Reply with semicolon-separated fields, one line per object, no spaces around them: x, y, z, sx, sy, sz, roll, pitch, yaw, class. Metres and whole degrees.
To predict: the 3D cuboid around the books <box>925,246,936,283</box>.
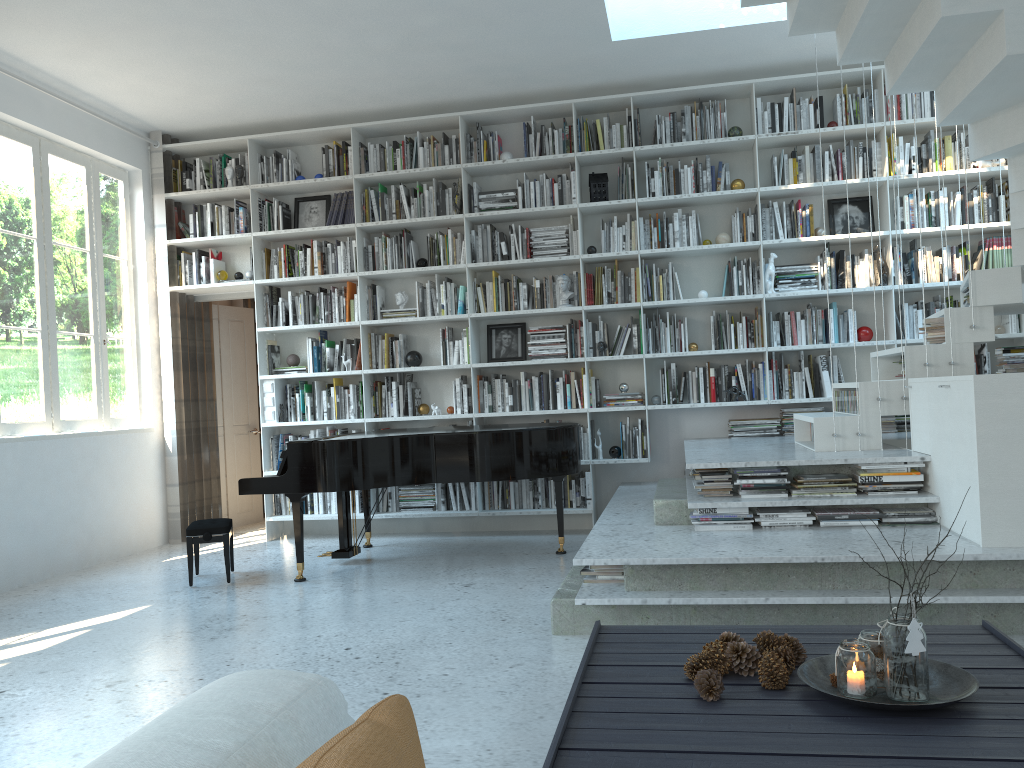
2.862;-0.806;6.103;0.056;0.261;0.176;-3;0;11;books

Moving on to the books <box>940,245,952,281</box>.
2.979;-0.811;6.097;0.029;0.259;0.171;-3;0;11;books

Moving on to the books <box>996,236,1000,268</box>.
3.275;-0.844;6.031;0.018;0.293;0.169;-3;0;11;books

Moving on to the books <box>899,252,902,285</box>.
2.678;-0.785;6.158;0.010;0.238;0.147;-3;0;11;books

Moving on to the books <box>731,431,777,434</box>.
1.728;0.344;6.337;0.308;0.008;0.195;-3;-1;15;books

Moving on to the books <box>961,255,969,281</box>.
3.075;-0.777;6.052;0.024;0.181;0.191;-3;-1;11;books

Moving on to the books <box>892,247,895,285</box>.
2.623;-0.800;6.155;0.026;0.273;0.158;-3;0;11;books

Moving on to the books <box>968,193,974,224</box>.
3.126;-1.176;6.081;0.028;0.237;0.146;-3;0;11;books

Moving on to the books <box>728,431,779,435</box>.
1.727;0.352;6.334;0.346;0.007;0.193;-3;-1;16;books

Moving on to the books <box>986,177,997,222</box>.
3.270;-1.230;6.051;0.013;0.330;0.140;-3;0;11;books

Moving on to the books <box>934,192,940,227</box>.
2.905;-1.176;6.099;0.024;0.259;0.156;-3;0;11;books

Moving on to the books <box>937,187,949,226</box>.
2.954;-1.191;6.093;0.030;0.284;0.166;-3;0;11;books

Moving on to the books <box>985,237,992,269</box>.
3.234;-0.841;6.039;0.033;0.294;0.169;-3;0;11;books

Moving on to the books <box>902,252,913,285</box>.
2.727;-0.786;6.158;0.066;0.236;0.144;-3;0;11;books

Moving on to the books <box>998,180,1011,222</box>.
3.354;-1.216;6.015;0.042;0.292;0.186;-3;0;11;books

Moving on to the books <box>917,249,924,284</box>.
2.800;-0.795;6.115;0.026;0.245;0.180;-3;0;11;books

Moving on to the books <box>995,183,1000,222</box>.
3.282;-1.207;6.040;0.013;0.283;0.149;-3;0;11;books

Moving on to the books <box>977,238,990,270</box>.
3.197;-0.837;6.046;0.072;0.291;0.169;-3;0;11;books

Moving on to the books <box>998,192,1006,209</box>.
3.333;-1.183;6.049;0.024;0.230;0.131;-3;0;11;books

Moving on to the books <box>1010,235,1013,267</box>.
3.364;-0.848;6.015;0.018;0.293;0.169;-3;0;11;books

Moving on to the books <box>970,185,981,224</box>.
3.166;-1.201;6.053;0.012;0.283;0.151;-3;0;11;books

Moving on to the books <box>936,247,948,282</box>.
2.953;-0.803;6.091;0.022;0.247;0.181;-3;0;11;books

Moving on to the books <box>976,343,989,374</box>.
3.174;-0.126;5.980;0.010;0.336;0.185;-3;0;11;books

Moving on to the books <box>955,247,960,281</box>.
3.042;-0.809;6.096;0.025;0.248;0.134;-3;0;11;books

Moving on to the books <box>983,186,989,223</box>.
3.198;-1.195;6.041;0.028;0.268;0.173;-3;0;11;books

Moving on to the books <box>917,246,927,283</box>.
2.826;-0.806;6.122;0.022;0.265;0.157;-3;0;11;books

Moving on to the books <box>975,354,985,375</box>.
3.165;-0.079;6.008;0.024;0.243;0.140;-3;0;11;books

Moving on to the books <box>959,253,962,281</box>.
3.063;-0.789;6.095;0.014;0.207;0.138;-3;0;11;books

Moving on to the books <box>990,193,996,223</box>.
3.251;-1.174;6.039;0.025;0.220;0.177;-3;-1;11;books

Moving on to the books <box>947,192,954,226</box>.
3.006;-1.178;6.098;0.012;0.254;0.161;-3;0;11;books

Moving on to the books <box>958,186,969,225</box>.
3.099;-1.202;6.085;0.024;0.292;0.132;-3;0;11;books

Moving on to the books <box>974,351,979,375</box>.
3.128;-0.099;6.011;0.047;0.287;0.141;-3;0;11;books

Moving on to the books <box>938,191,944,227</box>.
2.927;-1.179;6.093;0.022;0.262;0.172;-3;0;11;books

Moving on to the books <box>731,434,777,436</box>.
1.728;0.359;6.337;0.308;0.008;0.195;-3;-1;7;books

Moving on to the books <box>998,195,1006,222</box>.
3.302;-1.165;6.020;0.029;0.195;0.192;-3;-1;11;books

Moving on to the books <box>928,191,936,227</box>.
2.883;-1.180;6.113;0.025;0.271;0.152;-3;0;11;books

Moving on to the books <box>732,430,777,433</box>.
1.728;0.337;6.342;0.308;0.008;0.195;-3;-1;13;books

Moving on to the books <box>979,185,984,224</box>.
3.178;-1.199;6.048;0.013;0.277;0.188;-3;0;11;books

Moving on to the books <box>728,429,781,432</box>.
1.729;0.329;6.342;0.345;0.007;0.193;-3;-1;9;books

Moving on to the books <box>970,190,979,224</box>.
3.150;-1.185;6.065;0.025;0.252;0.160;-3;0;11;books

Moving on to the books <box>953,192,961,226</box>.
3.030;-1.175;6.072;0.045;0.245;0.177;-3;0;11;books

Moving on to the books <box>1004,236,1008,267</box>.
3.329;-0.846;6.021;0.018;0.293;0.169;-3;0;11;books

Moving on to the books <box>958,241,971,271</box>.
3.103;-0.826;6.074;0.026;0.278;0.170;-3;0;11;books

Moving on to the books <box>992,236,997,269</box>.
3.255;-0.843;6.021;0.018;0.293;0.169;-3;0;11;books

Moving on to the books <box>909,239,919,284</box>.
2.783;-0.832;6.138;0.012;0.322;0.141;-3;0;11;books

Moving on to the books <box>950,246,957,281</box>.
3.023;-0.810;6.096;0.012;0.254;0.161;-3;0;11;books

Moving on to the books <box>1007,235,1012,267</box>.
3.346;-0.847;6.013;0.018;0.293;0.169;-3;0;11;books

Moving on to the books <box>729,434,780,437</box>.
1.729;0.367;6.336;0.346;0.007;0.193;-3;-1;15;books

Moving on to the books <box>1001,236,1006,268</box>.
3.310;-0.846;6.020;0.018;0.293;0.169;-3;0;11;books

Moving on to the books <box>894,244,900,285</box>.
2.667;-0.811;6.160;0.010;0.293;0.164;-3;0;11;books

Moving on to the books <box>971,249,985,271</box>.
3.159;-0.796;6.052;0.088;0.217;0.167;-3;-1;11;books

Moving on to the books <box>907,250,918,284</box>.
2.765;-0.792;6.123;0.022;0.243;0.170;-3;0;11;books

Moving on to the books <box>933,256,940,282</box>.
2.902;-0.772;6.096;0.023;0.189;0.169;-3;-1;11;books

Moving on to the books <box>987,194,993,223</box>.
3.225;-1.169;6.034;0.025;0.211;0.188;-3;-1;11;books

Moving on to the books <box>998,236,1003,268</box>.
3.293;-0.845;6.028;0.018;0.293;0.169;-3;0;11;books

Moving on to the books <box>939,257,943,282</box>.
2.932;-0.771;6.112;0.030;0.184;0.137;-3;-1;11;books

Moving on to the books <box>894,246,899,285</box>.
2.647;-0.803;6.148;0.025;0.277;0.160;-3;0;11;books

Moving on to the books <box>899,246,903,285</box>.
2.688;-0.805;6.166;0.010;0.279;0.147;-3;0;11;books

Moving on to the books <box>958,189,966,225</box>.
3.064;-1.184;6.072;0.023;0.258;0.184;-3;0;11;books
